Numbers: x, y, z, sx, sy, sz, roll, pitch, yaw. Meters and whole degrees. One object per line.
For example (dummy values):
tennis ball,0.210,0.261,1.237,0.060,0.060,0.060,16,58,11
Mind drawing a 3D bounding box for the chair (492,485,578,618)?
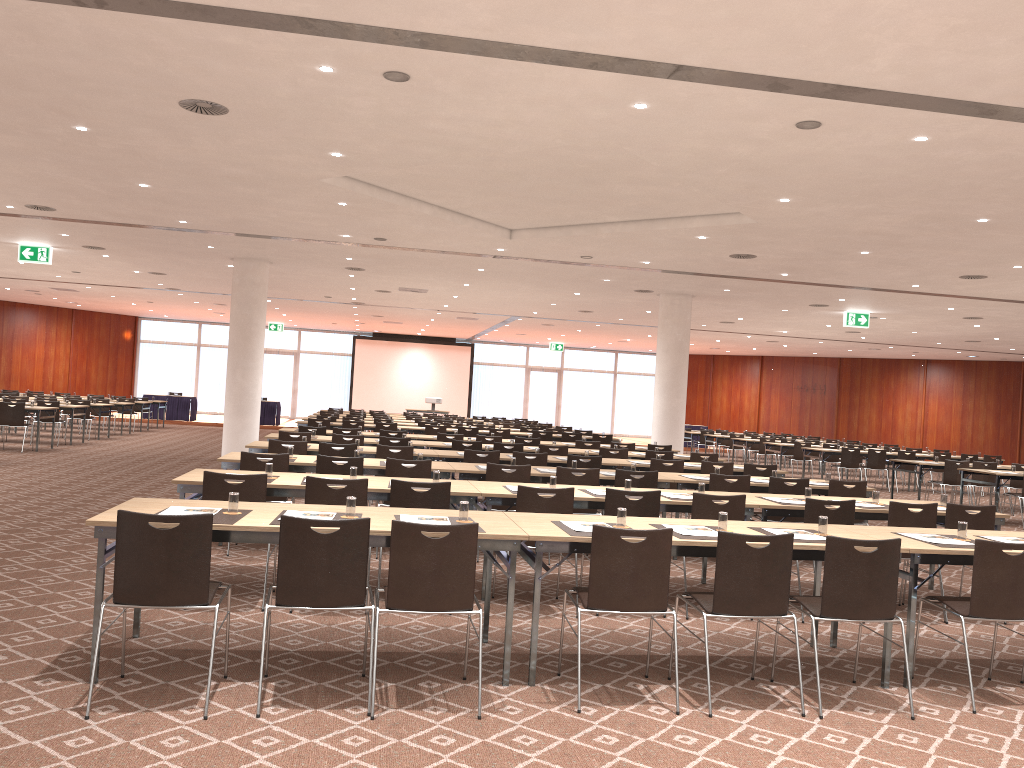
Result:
chair,0.192,1.224,6.709,0.536,0.939,0.613,4,0,-12

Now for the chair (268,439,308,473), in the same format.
chair,-2.629,1.112,10.330,0.536,0.939,0.613,4,0,-12

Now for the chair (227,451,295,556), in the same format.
chair,-2.326,1.099,8.318,0.536,0.939,0.613,4,0,-10

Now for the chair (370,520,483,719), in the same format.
chair,-0.437,1.152,4.577,0.536,0.939,0.614,4,0,-10

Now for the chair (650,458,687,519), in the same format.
chair,1.859,1.393,11.075,0.536,0.939,0.614,4,0,-10

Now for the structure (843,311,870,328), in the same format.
structure,7.865,-1.468,20.249,0.587,0.346,0.105,4,0,-9

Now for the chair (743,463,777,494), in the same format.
chair,3.069,1.469,11.276,0.536,0.939,0.614,3,0,-7

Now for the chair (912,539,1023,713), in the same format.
chair,2.779,1.355,5.188,0.536,0.939,0.614,3,0,-7

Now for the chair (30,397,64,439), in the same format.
chair,-10.756,0.788,20.557,0.536,0.939,0.613,4,0,-12

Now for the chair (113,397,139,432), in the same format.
chair,-10.752,0.854,24.755,0.536,0.939,0.613,4,0,-11

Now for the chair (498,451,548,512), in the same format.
chair,0.161,1.287,10.836,0.536,0.939,0.613,4,0,-12

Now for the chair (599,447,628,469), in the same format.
chair,1.435,1.399,13.075,0.536,0.939,0.614,3,0,-8

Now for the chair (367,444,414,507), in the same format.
chair,-1.432,1.188,10.572,0.536,0.939,0.613,4,0,-12

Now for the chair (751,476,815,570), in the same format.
chair,2.766,1.417,9.163,0.536,0.939,0.614,3,0,-9

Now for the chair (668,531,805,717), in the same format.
chair,1.246,1.258,4.891,0.536,0.939,0.614,4,0,-10

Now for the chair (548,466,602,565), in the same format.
chair,0.594,1.281,8.802,0.536,0.939,0.614,3,0,-9

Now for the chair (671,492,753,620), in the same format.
chair,1.536,1.309,6.967,0.536,0.939,0.613,4,0,-11

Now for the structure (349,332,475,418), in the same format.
structure,-4.265,-0.331,37.893,5.159,3.525,0.395,4,0,-9

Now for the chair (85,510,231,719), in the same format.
chair,-1.697,1.074,4.368,0.536,0.939,0.614,4,0,-9

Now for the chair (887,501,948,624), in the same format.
chair,3.145,1.409,7.234,0.536,0.939,0.613,4,0,-12

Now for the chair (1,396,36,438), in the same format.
chair,-11.387,0.750,20.535,0.536,0.939,0.614,4,0,-10

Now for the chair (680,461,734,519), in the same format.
chair,2.507,1.434,11.225,0.536,0.939,0.613,4,0,-11

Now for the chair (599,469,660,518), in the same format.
chair,1.191,1.319,8.937,0.535,0.939,0.614,3,0,-6

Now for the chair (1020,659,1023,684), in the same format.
chair,3.475,1.397,5.226,0.535,0.939,0.614,3,0,-7

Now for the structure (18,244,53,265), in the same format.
structure,-9.349,-2.544,17.394,0.587,0.346,0.105,4,0,-9

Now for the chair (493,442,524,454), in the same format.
chair,-0.099,1.302,12.742,0.536,0.939,0.614,3,0,-9

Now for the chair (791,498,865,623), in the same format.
chair,2.426,1.364,7.079,0.536,0.939,0.613,4,0,-12

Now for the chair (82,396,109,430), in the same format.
chair,-11.477,0.807,24.492,0.536,0.939,0.613,4,0,-12

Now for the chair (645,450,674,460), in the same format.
chair,2.096,1.439,13.106,0.536,0.939,0.613,4,0,-12

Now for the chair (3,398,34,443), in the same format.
chair,-10.472,0.776,18.719,0.536,0.939,0.613,4,0,-11

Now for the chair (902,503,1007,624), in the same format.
chair,3.685,1.443,7.366,0.536,0.939,0.614,3,0,-7

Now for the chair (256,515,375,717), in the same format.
chair,-0.977,1.119,4.523,0.536,0.939,0.613,4,0,-12

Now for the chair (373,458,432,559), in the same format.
chair,-1.041,1.180,8.609,0.536,0.939,0.613,4,0,-12

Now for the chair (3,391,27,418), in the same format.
chair,-13.665,0.672,24.272,0.536,0.939,0.614,3,0,-7

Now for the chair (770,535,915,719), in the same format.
chair,1.853,1.296,4.957,0.536,0.939,0.614,3,0,-8

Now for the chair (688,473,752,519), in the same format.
chair,2.161,1.380,9.140,0.536,0.939,0.614,3,0,-8

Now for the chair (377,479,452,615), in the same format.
chair,-0.710,1.168,6.594,0.536,0.939,0.614,3,0,-8

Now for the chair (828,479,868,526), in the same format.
chair,3.408,1.458,9.304,0.536,0.939,0.613,4,0,-12

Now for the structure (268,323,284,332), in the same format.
structure,-9.463,-2.263,35.559,0.587,0.346,0.105,4,0,-9

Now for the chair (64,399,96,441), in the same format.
chair,-10.103,0.831,20.808,0.536,0.939,0.613,4,0,-11

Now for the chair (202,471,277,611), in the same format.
chair,-1.989,1.088,6.382,0.536,0.939,0.614,3,0,-8

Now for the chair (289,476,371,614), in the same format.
chair,-1.296,1.131,6.462,0.536,0.939,0.614,4,0,-10

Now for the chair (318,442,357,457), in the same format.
chair,-2.062,1.147,10.389,0.536,0.939,0.613,4,0,-11

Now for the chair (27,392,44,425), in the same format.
chair,-12.991,0.712,24.241,0.536,0.939,0.614,3,0,-8

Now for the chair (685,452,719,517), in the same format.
chair,2.791,1.483,13.257,0.536,0.939,0.614,3,0,-9

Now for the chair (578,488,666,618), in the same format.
chair,0.872,1.268,6.899,0.536,0.939,0.614,3,0,-8

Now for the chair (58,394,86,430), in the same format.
chair,-12.114,0.768,24.469,0.536,0.939,0.614,3,0,-9

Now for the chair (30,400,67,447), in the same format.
chair,-9.749,0.819,18.697,0.536,0.939,0.613,4,0,-12

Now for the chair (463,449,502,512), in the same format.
chair,-0.414,1.251,10.698,0.536,0.939,0.613,4,0,-12

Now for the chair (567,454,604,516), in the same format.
chair,0.823,1.328,10.868,0.536,0.939,0.613,4,0,-10

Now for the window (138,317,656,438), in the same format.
window,-4.261,-0.136,38.505,22.963,3.872,0.217,4,0,-9

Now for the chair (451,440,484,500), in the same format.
chair,-0.694,1.266,12.721,0.536,0.939,0.613,4,0,-12

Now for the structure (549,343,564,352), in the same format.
structure,1.878,-1.554,37.440,0.587,0.346,0.105,4,0,-9

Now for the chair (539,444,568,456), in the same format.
chair,0.545,1.343,12.884,0.536,0.939,0.614,3,0,-9

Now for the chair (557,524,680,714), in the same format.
chair,0.589,1.218,4.825,0.536,0.939,0.614,3,0,-7

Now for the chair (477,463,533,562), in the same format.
chair,-0.078,1.240,8.726,0.536,0.939,0.614,3,0,-7

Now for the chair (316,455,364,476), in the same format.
chair,-1.657,1.141,8.464,0.536,0.939,0.614,3,0,-8
